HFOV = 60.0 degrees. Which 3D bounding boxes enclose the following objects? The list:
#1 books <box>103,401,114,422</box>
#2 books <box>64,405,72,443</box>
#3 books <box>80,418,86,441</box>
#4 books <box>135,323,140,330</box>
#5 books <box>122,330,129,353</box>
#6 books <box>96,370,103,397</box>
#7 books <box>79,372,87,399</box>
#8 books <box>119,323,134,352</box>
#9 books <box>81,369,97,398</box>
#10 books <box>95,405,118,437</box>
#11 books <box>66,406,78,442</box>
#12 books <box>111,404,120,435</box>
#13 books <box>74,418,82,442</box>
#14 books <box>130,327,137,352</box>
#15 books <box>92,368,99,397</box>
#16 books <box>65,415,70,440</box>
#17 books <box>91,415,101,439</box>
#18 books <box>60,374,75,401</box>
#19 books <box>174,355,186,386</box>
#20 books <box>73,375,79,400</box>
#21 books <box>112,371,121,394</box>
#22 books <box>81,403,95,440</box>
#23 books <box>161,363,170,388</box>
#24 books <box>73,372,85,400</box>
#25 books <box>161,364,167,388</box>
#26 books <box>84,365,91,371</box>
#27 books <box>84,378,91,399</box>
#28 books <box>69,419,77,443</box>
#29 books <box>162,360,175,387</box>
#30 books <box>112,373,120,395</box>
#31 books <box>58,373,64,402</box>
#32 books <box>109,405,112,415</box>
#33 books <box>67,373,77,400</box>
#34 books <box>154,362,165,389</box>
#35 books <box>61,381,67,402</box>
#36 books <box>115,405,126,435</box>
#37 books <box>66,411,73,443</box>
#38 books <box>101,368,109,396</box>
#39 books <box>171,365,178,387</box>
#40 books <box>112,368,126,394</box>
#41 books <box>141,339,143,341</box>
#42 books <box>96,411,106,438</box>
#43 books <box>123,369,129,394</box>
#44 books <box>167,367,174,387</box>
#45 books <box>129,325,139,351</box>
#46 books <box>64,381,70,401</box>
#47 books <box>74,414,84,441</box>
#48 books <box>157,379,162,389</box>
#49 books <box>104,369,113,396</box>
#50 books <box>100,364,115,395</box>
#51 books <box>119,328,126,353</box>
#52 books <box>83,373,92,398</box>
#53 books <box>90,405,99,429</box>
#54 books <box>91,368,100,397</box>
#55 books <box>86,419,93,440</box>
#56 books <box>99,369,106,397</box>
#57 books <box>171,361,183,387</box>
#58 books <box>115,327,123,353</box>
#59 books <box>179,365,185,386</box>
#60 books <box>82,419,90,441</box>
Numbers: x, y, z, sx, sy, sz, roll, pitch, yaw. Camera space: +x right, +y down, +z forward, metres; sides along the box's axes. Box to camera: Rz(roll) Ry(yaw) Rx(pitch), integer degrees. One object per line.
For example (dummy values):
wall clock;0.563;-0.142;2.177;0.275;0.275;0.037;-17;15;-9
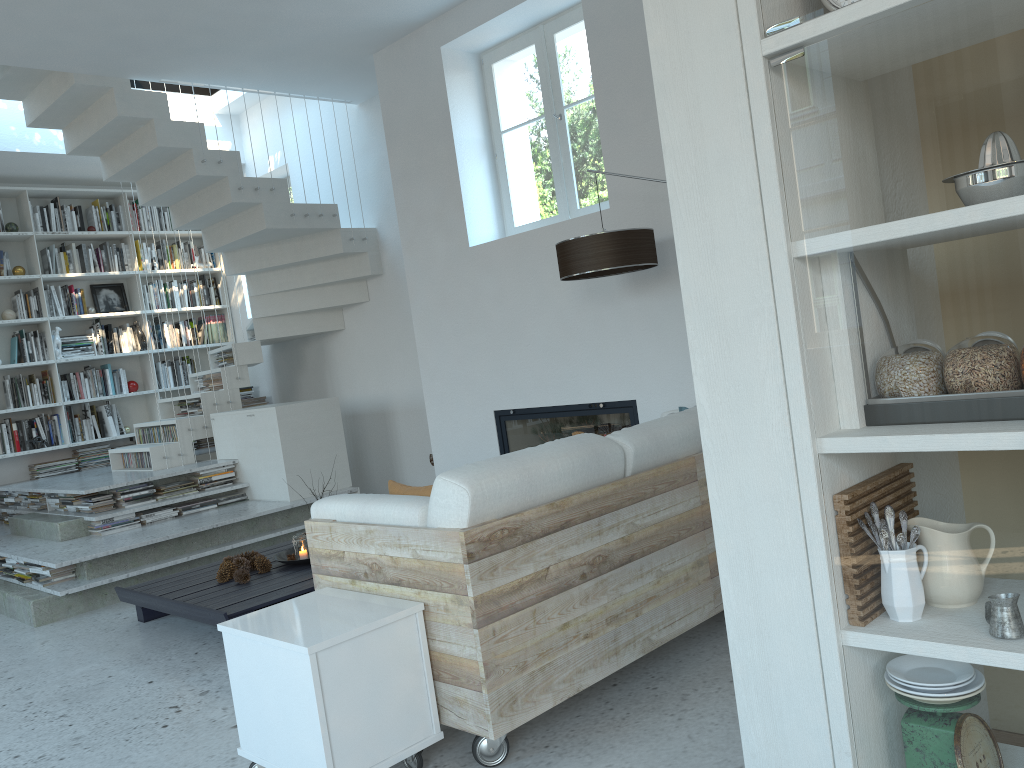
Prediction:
books;-3.684;0.316;8.119;0.012;0.326;0.136;-11;4;-44
books;-3.950;0.359;7.839;0.014;0.337;0.132;-11;4;-44
books;-3.861;0.408;7.927;0.025;0.210;0.137;-11;4;-44
books;-3.511;-0.438;8.361;0.029;0.284;0.138;-11;4;-44
books;-3.615;-0.383;8.243;0.025;0.213;0.155;-11;4;-44
books;-3.772;0.002;8.045;0.026;0.246;0.166;-11;4;-44
books;-3.868;0.023;7.945;0.026;0.239;0.177;-11;4;-44
books;-3.586;-0.417;8.241;0.021;0.271;0.191;-11;4;-44
books;-3.805;0.005;7.973;0.028;0.255;0.191;-11;4;-44
books;-3.684;0.337;8.037;0.075;0.291;0.255;-11;4;-44
books;-3.916;0.358;7.892;0.013;0.327;0.130;-11;4;-44
books;-3.653;0.331;8.117;0.025;0.287;0.160;-11;4;-44
books;-3.887;0.410;7.899;0.023;0.214;0.163;-11;4;-44
books;-3.563;-0.405;8.265;0.041;0.239;0.176;-11;4;-44
books;-3.786;-0.003;7.999;0.012;0.262;0.186;-11;4;-44
books;-3.959;0.387;7.835;0.012;0.286;0.158;-11;4;-44
books;-3.779;0.390;7.994;0.051;0.217;0.184;-11;4;-44
books;-3.943;0.035;7.859;0.047;0.244;0.177;-11;4;-44
books;-3.223;-0.124;8.598;0.013;0.297;0.141;-11;4;-44
books;-3.903;0.038;7.895;0.011;0.223;0.163;-11;4;-44
books;-3.652;-0.006;8.168;0.037;0.219;0.139;-11;4;-44
books;-3.811;0.336;7.969;0.014;0.333;0.169;-11;4;-44
books;-3.328;-0.076;8.478;0.022;0.242;0.151;-11;4;-44
books;-3.883;0.023;7.909;0.045;0.246;0.186;-11;4;-44
books;-3.348;-0.069;8.457;0.037;0.236;0.153;-11;4;-44
books;-3.809;-0.018;8.002;0.013;0.299;0.147;-11;4;-44
books;-3.837;0.047;7.957;0.027;0.182;0.186;-11;4;-44
books;-3.924;0.417;7.879;0.033;0.213;0.140;-11;4;-44
books;-3.303;-0.094;8.524;0.024;0.267;0.133;-11;4;-44
books;-3.663;0.006;8.134;0.030;0.201;0.189;-11;4;-44
books;-4.002;0.039;7.824;0.012;0.254;0.161;-11;4;-44
books;-3.686;0.338;8.108;0.012;0.285;0.159;-11;4;-44
books;-3.926;0.029;7.892;0.024;0.247;0.143;-11;4;-44
books;-3.365;-0.074;8.430;0.024;0.252;0.175;-11;4;-44
books;-3.977;0.070;7.830;0.023;0.186;0.159;-11;4;-44
books;-3.628;0.333;8.155;0.062;0.274;0.148;-11;4;-44
books;-3.938;0.383;7.853;0.015;0.287;0.138;-11;4;-44
books;-3.735;-0.009;8.090;0.012;0.254;0.161;-11;4;-44
books;-3.277;-0.069;8.537;0.025;0.208;0.149;-11;4;-44
books;-3.625;-0.019;8.183;0.025;0.235;0.181;-11;4;-44
books;-3.504;-0.385;8.324;0.027;0.179;0.166;-11;4;-44
books;-3.747;0.372;8.032;0.031;0.239;0.171;-11;4;-44
books;-3.607;-0.016;8.202;0.027;0.223;0.170;-11;4;-44
books;-3.304;-0.060;8.494;0.029;0.201;0.172;-11;4;-44
books;-3.552;-0.415;8.298;0.024;0.255;0.145;-11;4;-44
books;-3.960;0.068;7.844;0.022;0.184;0.162;-11;4;-44
books;-3.869;0.393;7.904;0.015;0.243;0.156;-11;4;-44
books;-3.415;-0.078;8.402;0.085;0.278;0.159;-11;4;-44
books;-3.705;-0.008;8.085;0.023;0.244;0.190;-11;4;-44
books;-3.693;-0.034;8.103;0.026;0.290;0.181;-11;4;-44
books;-3.640;-0.390;8.229;0.028;0.235;0.129;-11;4;-44
books;-3.833;0.022;7.976;0.012;0.229;0.179;-11;4;-44
books;-3.779;0.344;8.029;0.010;0.304;0.131;-11;4;-44
books;-3.785;-0.009;8.029;0.011;0.272;0.152;-11;4;-44
books;-3.816;0.412;7.961;0.024;0.185;0.149;-11;4;-44
books;-3.744;-0.004;8.045;0.014;0.249;0.177;-11;4;-44
books;-3.243;-0.094;8.536;0.027;0.249;0.184;-11;4;-44
books;-3.663;-0.394;8.209;0.031;0.250;0.133;-11;4;-44
books;-3.230;-0.074;8.586;0.027;0.201;0.164;-11;4;-44
books;-3.840;0.415;7.947;0.030;0.188;0.140;-11;4;-44
